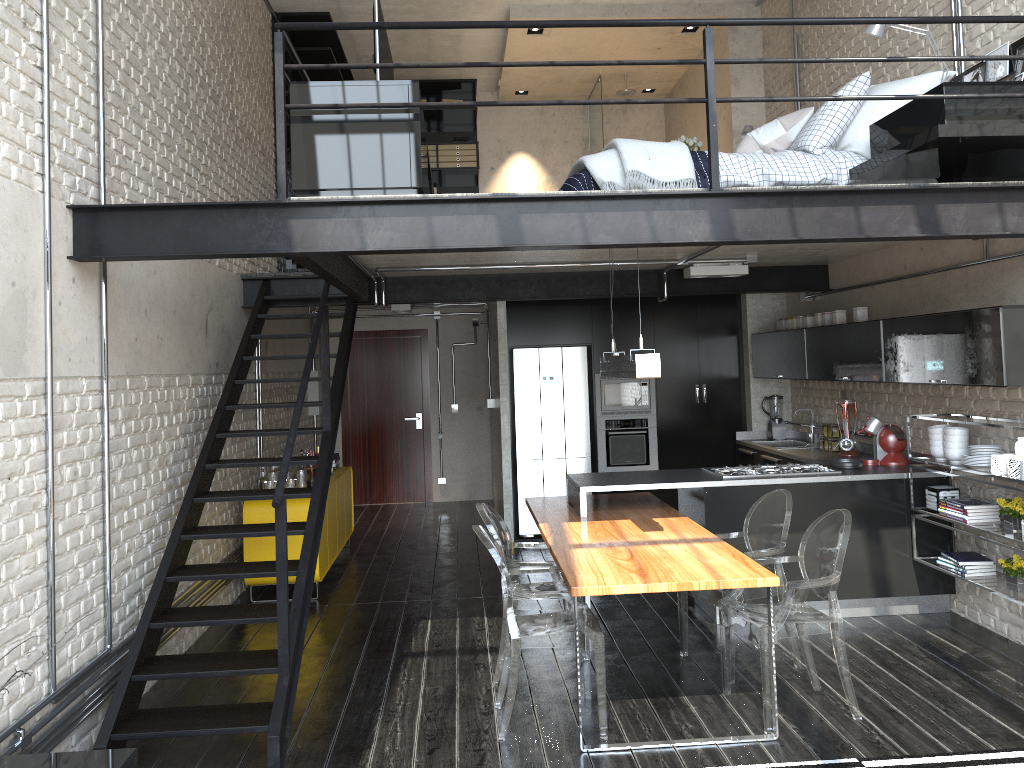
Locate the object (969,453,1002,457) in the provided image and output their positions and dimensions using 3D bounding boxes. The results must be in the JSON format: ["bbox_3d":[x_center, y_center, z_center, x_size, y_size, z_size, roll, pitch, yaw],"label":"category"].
[{"bbox_3d":[2.728,0.416,5.100,0.171,0.030,0.170,-2,1,1],"label":"object"}]

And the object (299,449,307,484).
[{"bbox_3d":[-1.763,0.698,7.452,0.114,0.293,0.114,-3,-2,24],"label":"object"}]

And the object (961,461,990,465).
[{"bbox_3d":[2.729,0.463,5.099,0.252,0.031,0.251,-3,1,-35],"label":"object"}]

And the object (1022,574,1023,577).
[{"bbox_3d":[2.795,1.036,4.665,0.175,0.192,0.182,-2,-1,19],"label":"object"}]

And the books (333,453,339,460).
[{"bbox_3d":[-1.809,0.697,8.450,0.259,0.038,0.325,-2,1,-1],"label":"books"}]

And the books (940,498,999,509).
[{"bbox_3d":[2.734,0.714,5.292,0.211,0.021,0.292,-2,1,-1],"label":"books"}]

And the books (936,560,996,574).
[{"bbox_3d":[2.724,1.090,5.309,0.201,0.023,0.278,-2,1,-9],"label":"books"}]

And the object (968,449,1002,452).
[{"bbox_3d":[2.727,0.390,5.101,0.171,0.030,0.170,-2,1,1],"label":"object"}]

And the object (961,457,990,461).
[{"bbox_3d":[2.728,0.438,5.100,0.252,0.031,0.251,-3,1,-35],"label":"object"}]

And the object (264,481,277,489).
[{"bbox_3d":[-1.835,0.800,6.727,0.095,0.120,0.095,-1,-1,-42],"label":"object"}]

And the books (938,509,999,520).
[{"bbox_3d":[2.729,0.772,5.289,0.211,0.021,0.292,-2,1,-4],"label":"books"}]

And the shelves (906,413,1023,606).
[{"bbox_3d":[2.745,0.671,5.090,0.288,0.928,1.249,-2,0,-3],"label":"shelves"}]

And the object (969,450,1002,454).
[{"bbox_3d":[2.728,0.398,5.101,0.171,0.030,0.170,-2,1,1],"label":"object"}]

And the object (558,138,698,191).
[{"bbox_3d":[0.713,-1.290,6.239,0.681,0.660,2.515,-2,1,-2],"label":"object"}]

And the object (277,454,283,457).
[{"bbox_3d":[-1.964,0.726,7.540,0.092,0.245,0.092,0,-3,-43],"label":"object"}]

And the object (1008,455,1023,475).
[{"bbox_3d":[2.747,0.441,4.804,0.108,0.100,0.083,-2,-1,-14],"label":"object"}]

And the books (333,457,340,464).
[{"bbox_3d":[-1.813,0.732,8.460,0.287,0.031,0.351,-2,1,-3],"label":"books"}]

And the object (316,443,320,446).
[{"bbox_3d":[-1.680,0.677,7.678,0.073,0.321,0.073,-1,-2,-13],"label":"object"}]

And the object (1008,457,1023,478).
[{"bbox_3d":[2.697,0.445,4.724,0.083,0.100,0.108,-3,-1,31],"label":"object"}]

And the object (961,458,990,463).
[{"bbox_3d":[2.729,0.446,5.099,0.252,0.031,0.251,-3,1,-35],"label":"object"}]

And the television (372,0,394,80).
[{"bbox_3d":[-0.854,-1.891,5.777,0.296,0.863,1.317,-2,0,-3],"label":"television"}]

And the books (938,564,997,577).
[{"bbox_3d":[2.730,1.111,5.308,0.201,0.023,0.278,-2,1,-4],"label":"books"}]

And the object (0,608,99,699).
[{"bbox_3d":[-1.278,0.768,2.133,0.352,0.783,0.697,-2,-1,-6],"label":"object"}]

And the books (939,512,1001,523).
[{"bbox_3d":[2.736,0.792,5.289,0.211,0.021,0.292,-2,1,-4],"label":"books"}]

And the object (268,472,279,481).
[{"bbox_3d":[-1.881,0.779,6.982,0.087,0.155,0.087,-2,-2,9],"label":"object"}]

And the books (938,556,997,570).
[{"bbox_3d":[2.728,1.068,5.310,0.201,0.023,0.278,-2,1,-6],"label":"books"}]

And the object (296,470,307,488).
[{"bbox_3d":[-1.682,0.770,7.082,0.087,0.155,0.087,-2,-2,9],"label":"object"}]

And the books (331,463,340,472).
[{"bbox_3d":[-1.808,0.800,8.458,0.259,0.044,0.351,-2,1,-1],"label":"books"}]

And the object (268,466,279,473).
[{"bbox_3d":[-1.963,0.731,7.283,0.092,0.245,0.092,0,-3,-43],"label":"object"}]

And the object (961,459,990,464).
[{"bbox_3d":[2.729,0.454,5.099,0.252,0.031,0.251,-3,1,-35],"label":"object"}]

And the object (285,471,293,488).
[{"bbox_3d":[-1.779,0.775,7.002,0.087,0.155,0.087,-2,-2,9],"label":"object"}]

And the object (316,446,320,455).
[{"bbox_3d":[-1.660,0.686,7.591,0.081,0.308,0.081,-2,-2,-9],"label":"object"}]

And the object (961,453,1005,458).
[{"bbox_3d":[2.728,0.422,5.101,0.252,0.031,0.251,-3,1,-35],"label":"object"}]

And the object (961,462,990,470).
[{"bbox_3d":[2.730,0.471,5.098,0.252,0.031,0.251,-3,1,-35],"label":"object"}]

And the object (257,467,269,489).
[{"bbox_3d":[-1.920,0.739,6.831,0.092,0.245,0.092,-1,-2,-20],"label":"object"}]

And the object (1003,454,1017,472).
[{"bbox_3d":[2.768,0.438,4.910,0.083,0.100,0.108,-3,-1,31],"label":"object"}]

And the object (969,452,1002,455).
[{"bbox_3d":[2.728,0.407,5.100,0.171,0.030,0.170,-2,1,1],"label":"object"}]

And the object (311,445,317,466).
[{"bbox_3d":[-1.656,0.677,7.373,0.080,0.330,0.079,-1,-2,-13],"label":"object"}]

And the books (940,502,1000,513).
[{"bbox_3d":[2.740,0.733,5.292,0.211,0.021,0.292,-2,1,-3],"label":"books"}]

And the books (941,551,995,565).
[{"bbox_3d":[2.732,1.046,5.312,0.201,0.023,0.278,-2,1,6],"label":"books"}]

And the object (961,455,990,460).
[{"bbox_3d":[2.728,0.430,5.100,0.252,0.031,0.251,-3,1,-35],"label":"object"}]

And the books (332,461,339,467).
[{"bbox_3d":[-1.799,0.762,8.448,0.259,0.031,0.328,-2,1,-5],"label":"books"}]

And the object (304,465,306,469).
[{"bbox_3d":[-1.764,0.735,7.580,0.100,0.212,0.100,-2,-2,11],"label":"object"}]

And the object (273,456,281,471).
[{"bbox_3d":[-1.965,0.729,7.407,0.092,0.245,0.092,0,-3,-43],"label":"object"}]

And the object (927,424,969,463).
[{"bbox_3d":[2.717,0.369,5.508,0.150,0.217,0.309,-2,0,-6],"label":"object"}]

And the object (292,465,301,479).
[{"bbox_3d":[-1.764,0.743,7.321,0.087,0.206,0.087,-3,-2,21],"label":"object"}]

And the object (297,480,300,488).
[{"bbox_3d":[-1.705,0.802,6.913,0.092,0.100,0.092,-2,-1,34],"label":"object"}]

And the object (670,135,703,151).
[{"bbox_3d":[1.731,-2.156,8.901,0.391,0.655,0.355,-2,-2,8],"label":"object"}]

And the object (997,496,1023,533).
[{"bbox_3d":[2.767,0.713,4.867,0.175,0.192,0.182,-2,-1,19],"label":"object"}]

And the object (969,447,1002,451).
[{"bbox_3d":[2.727,0.381,5.101,0.171,0.030,0.170,-2,1,1],"label":"object"}]

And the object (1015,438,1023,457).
[{"bbox_3d":[2.754,0.342,4.763,0.108,0.100,0.083,-2,-1,11],"label":"object"}]

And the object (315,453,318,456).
[{"bbox_3d":[-1.647,0.712,7.475,0.067,0.258,0.099,-2,-2,2],"label":"object"}]

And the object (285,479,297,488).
[{"bbox_3d":[-1.698,0.794,6.806,0.095,0.120,0.095,-2,-1,14],"label":"object"}]

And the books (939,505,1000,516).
[{"bbox_3d":[2.735,0.752,5.291,0.211,0.021,0.292,-2,1,-6],"label":"books"}]

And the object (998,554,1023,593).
[{"bbox_3d":[2.780,1.033,4.848,0.182,0.192,0.175,-2,-1,9],"label":"object"}]

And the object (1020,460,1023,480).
[{"bbox_3d":[2.703,0.447,4.610,0.108,0.100,0.083,-2,-1,-14],"label":"object"}]

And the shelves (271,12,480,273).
[{"bbox_3d":[-1.394,-2.370,10.129,2.124,2.796,2.670,-2,-1,-3],"label":"shelves"}]

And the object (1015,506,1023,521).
[{"bbox_3d":[2.780,0.717,4.678,0.182,0.192,0.175,-2,-1,9],"label":"object"}]

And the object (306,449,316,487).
[{"bbox_3d":[-1.647,0.691,7.261,0.081,0.309,0.081,-1,-2,-12],"label":"object"}]

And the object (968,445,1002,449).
[{"bbox_3d":[2.727,0.372,5.102,0.171,0.030,0.170,-2,1,1],"label":"object"}]
